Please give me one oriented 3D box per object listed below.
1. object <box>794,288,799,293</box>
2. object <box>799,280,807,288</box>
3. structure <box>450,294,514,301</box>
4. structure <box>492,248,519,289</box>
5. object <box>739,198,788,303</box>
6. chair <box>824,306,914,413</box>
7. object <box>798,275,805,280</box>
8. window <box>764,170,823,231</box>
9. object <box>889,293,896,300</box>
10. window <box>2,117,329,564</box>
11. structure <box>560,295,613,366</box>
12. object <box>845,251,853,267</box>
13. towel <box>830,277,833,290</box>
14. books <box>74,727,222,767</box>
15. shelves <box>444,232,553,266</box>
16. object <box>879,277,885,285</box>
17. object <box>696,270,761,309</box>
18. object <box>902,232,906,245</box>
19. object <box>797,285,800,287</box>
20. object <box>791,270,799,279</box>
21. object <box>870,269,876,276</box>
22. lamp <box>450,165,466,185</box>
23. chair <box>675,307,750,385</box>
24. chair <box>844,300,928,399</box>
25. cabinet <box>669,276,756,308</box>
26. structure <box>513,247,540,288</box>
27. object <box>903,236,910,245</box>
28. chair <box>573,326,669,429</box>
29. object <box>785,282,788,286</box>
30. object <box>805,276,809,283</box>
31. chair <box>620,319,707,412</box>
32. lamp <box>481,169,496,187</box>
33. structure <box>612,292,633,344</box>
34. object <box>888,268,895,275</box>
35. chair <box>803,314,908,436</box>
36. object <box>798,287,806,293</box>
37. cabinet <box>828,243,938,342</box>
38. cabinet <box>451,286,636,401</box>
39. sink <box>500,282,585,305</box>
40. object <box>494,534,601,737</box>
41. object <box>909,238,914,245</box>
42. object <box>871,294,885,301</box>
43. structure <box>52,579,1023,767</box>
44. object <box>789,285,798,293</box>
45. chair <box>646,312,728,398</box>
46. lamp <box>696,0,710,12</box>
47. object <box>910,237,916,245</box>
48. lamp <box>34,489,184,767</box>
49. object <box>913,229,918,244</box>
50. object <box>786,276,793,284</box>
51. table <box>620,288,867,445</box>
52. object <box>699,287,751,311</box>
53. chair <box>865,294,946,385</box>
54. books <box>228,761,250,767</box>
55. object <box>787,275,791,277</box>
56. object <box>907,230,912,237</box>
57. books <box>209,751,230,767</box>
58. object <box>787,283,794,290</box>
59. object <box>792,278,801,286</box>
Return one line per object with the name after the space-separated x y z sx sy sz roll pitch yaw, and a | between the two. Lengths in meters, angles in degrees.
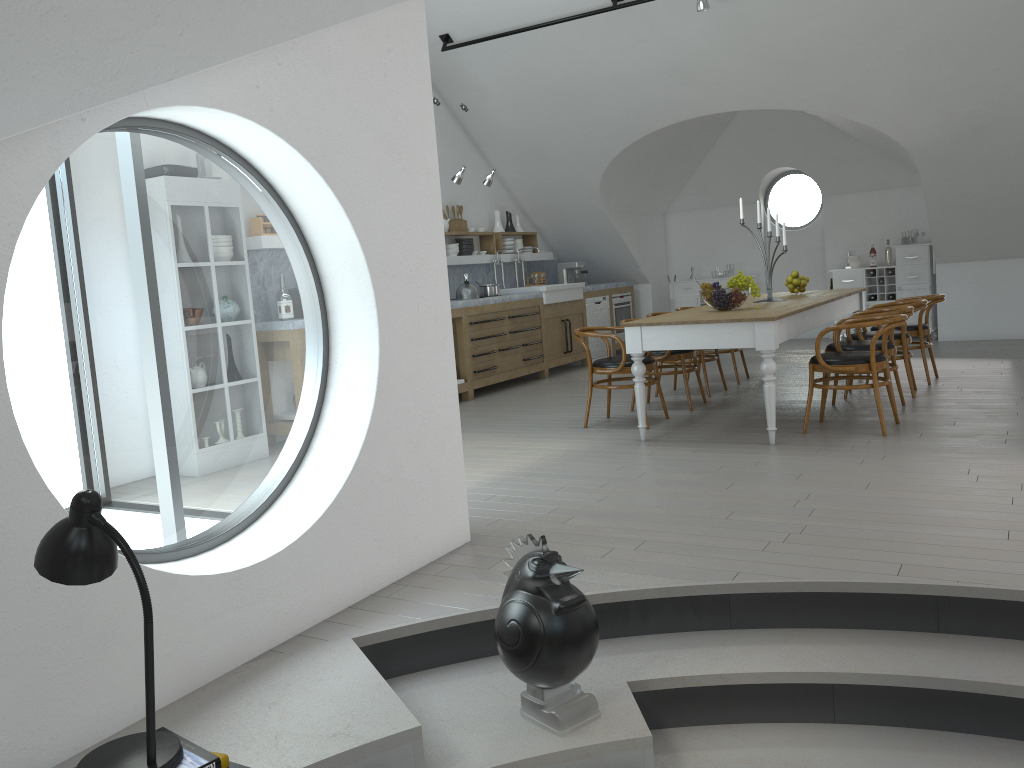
2.519 -0.827 7.846 0.050 0.050 0.051 0 7 34 | object
2.568 -0.885 7.819 0.071 0.072 0.071 -5 6 -4 | object
-0.425 -0.888 9.364 0.647 0.041 0.740 0 8 31 | structure
-0.046 -1.317 10.371 0.332 0.528 0.215 -3 6 11 | structure
2.036 -1.099 7.120 0.265 0.872 0.777 -4 6 5 | object
2.563 -0.173 6.368 0.621 0.733 0.529 -1 7 31 | chair
2.565 -0.933 7.848 0.053 0.057 0.058 -10 9 -44 | object
3.822 -2.479 11.979 0.899 0.897 0.060 -1 6 31 | window
4.729 -1.087 11.012 0.081 0.080 0.360 -1 8 29 | object
-1.162 -0.147 2.997 0.104 1.466 1.475 -1 7 31 | window
0.848 -0.679 11.266 0.598 0.820 0.726 -1 7 31 | structure
4.353 -1.615 11.437 0.115 0.208 0.065 -1 7 33 | object
4.144 -1.281 11.463 0.049 0.203 0.150 -1 7 32 | towel
-0.874 0.907 2.053 0.269 0.031 0.286 1 9 41 | books
-0.888 -1.906 9.198 0.480 1.358 5.569 -2 7 25 | shelves
4.630 -1.284 11.054 0.085 0.085 0.332 -1 8 30 | object
1.538 -0.664 6.314 0.394 0.283 0.293 -5 6 -5 | object
4.809 -1.783 10.868 0.048 0.169 0.048 -7 6 -26 | object
2.574 -0.904 7.926 0.076 0.076 0.077 -5 6 -2 | object
2.513 -0.971 7.865 0.072 0.074 0.073 -1 7 31 | object
4.531 -1.392 11.090 0.092 0.094 0.360 -1 8 31 | object
-0.529 -2.028 8.626 0.116 0.178 0.164 -10 8 -40 | lamp
1.901 -0.382 8.497 0.621 0.733 0.529 -1 7 27 | chair
2.945 -0.279 6.981 0.621 0.733 0.529 -2 7 26 | chair
2.743 -1.032 12.047 1.134 0.787 0.498 -1 7 31 | cabinet
0.201 -1.388 10.788 0.332 0.528 0.215 -3 6 11 | structure
4.805 -1.741 10.790 0.082 0.105 0.082 -7 6 -21 | object
0.791 -0.066 6.643 0.621 0.733 0.529 -1 7 31 | chair
2.473 -0.898 7.928 0.062 0.059 0.062 0 8 35 | object
2.612 -0.924 7.882 0.063 0.063 0.062 -5 6 -7 | object
1.209 -0.171 7.232 0.621 0.733 0.529 -1 7 28 | chair
-0.233 -2.115 9.117 0.169 0.176 0.113 -2 6 23 | lamp
1.227 -0.883 11.900 0.630 0.635 0.634 -1 7 31 | structure
4.706 -1.388 10.977 0.087 0.084 0.361 -1 8 31 | object
2.230 -0.068 5.726 0.621 0.733 0.529 0 7 34 | chair
2.579 -0.843 7.880 0.063 0.063 0.064 1 8 42 | object
4.661 -1.138 11.114 1.242 1.150 0.612 -1 7 31 | cabinet
-0.329 -0.365 9.594 1.003 1.019 6.449 -1 8 31 | cabinet
0.324 -1.050 10.432 0.727 0.201 1.024 0 8 31 | sink
0.104 0.733 2.700 0.320 0.561 0.321 -4 6 4 | object
4.873 -1.743 10.845 0.077 0.085 0.077 0 8 39 | object
4.583 -1.091 11.106 0.156 0.085 0.332 0 8 32 | object
0.708 1.352 0.980 4.712 0.691 4.720 -6 7 -14 | structure
2.512 -0.849 7.912 0.080 0.074 0.078 -6 6 -14 | object
1.526 -0.277 7.884 0.621 0.733 0.529 -1 7 34 | chair
1.633 -3.284 7.591 0.112 0.174 0.115 -5 6 -6 | lamp
4.936 -1.761 10.896 0.071 0.098 0.071 0 8 39 | object
-0.929 0.565 2.045 0.234 0.658 0.323 -10 8 -43 | lamp
4.982 -1.815 10.945 0.063 0.186 0.063 -3 6 17 | object
2.468 -0.920 7.867 0.066 0.071 0.073 -5 6 0 | object
2.026 -0.249 7.049 1.018 0.796 3.360 -1 8 31 | table
1.528 -0.604 6.346 0.360 0.159 0.361 -3 7 11 | object
3.370 -0.384 7.563 0.621 0.733 0.529 -1 7 34 | chair
-0.868 0.975 2.060 0.365 0.042 0.389 0 8 31 | books
2.496 -0.947 7.946 0.062 0.059 0.062 -1 7 31 | object
4.921 -1.808 10.961 0.054 0.178 0.054 -2 6 25 | object
-0.871 0.939 2.056 0.286 0.034 0.305 -2 7 21 | books
2.469 -0.862 7.848 0.059 0.056 0.060 -2 7 25 | object
2.506 -0.898 7.806 0.071 0.063 0.072 -2 7 24 | object
